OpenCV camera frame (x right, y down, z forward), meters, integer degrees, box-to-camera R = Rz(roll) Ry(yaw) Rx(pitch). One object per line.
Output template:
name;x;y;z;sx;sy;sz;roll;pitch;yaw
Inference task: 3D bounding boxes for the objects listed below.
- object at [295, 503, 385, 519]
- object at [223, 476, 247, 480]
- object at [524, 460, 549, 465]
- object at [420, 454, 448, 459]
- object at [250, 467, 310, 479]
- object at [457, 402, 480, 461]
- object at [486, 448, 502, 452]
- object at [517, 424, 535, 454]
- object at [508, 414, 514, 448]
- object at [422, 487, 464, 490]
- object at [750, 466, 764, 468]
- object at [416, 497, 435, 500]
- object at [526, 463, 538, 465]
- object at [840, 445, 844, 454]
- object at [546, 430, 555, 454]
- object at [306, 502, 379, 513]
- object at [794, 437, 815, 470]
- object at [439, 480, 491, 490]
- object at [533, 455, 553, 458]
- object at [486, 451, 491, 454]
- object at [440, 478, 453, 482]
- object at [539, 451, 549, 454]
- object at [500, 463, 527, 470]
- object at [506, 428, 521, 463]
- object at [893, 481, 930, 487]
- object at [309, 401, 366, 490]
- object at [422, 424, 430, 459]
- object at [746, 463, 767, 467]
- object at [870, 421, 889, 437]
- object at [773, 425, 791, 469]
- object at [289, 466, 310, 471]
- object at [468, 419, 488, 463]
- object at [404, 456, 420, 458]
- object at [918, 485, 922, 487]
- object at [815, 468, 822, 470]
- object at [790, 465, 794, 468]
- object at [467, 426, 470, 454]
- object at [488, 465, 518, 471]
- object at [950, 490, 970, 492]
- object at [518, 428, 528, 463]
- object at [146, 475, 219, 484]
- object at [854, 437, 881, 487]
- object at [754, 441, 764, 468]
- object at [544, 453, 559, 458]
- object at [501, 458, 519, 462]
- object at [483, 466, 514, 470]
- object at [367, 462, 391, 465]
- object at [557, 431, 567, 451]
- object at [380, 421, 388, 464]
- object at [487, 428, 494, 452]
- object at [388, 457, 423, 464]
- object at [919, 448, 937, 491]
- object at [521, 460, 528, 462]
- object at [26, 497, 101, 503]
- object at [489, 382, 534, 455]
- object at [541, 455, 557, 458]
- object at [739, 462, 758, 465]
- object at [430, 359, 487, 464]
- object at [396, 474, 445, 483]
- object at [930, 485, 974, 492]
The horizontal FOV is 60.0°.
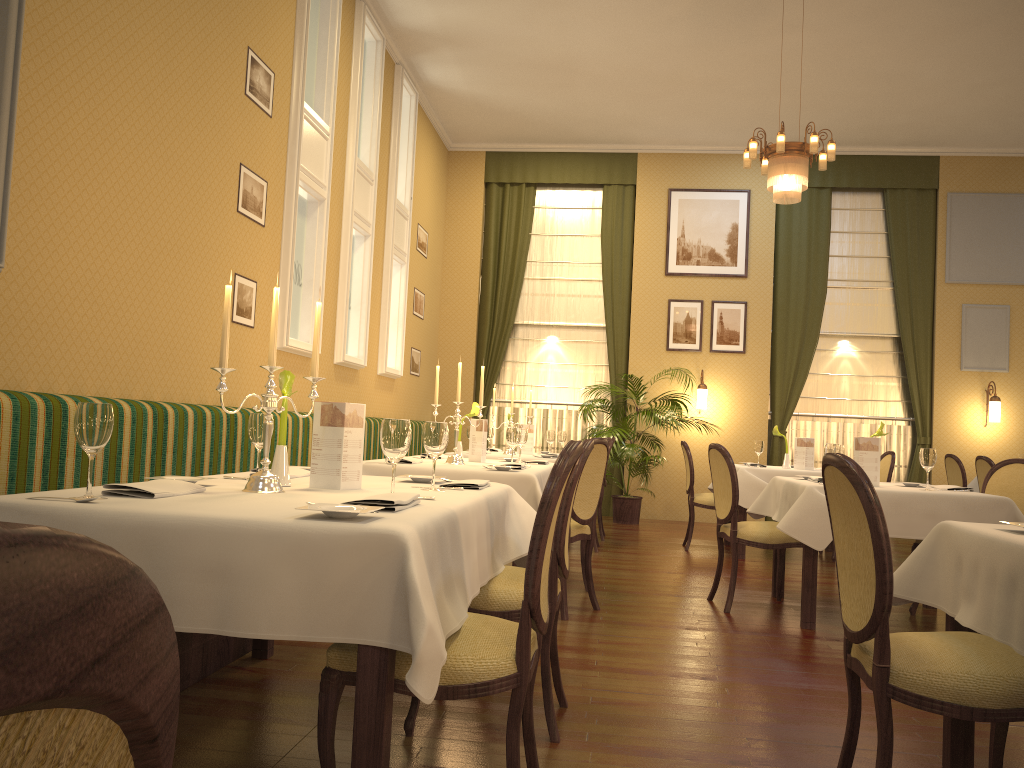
object;-0.380;0.287;1.973;0.160;0.024;0.160;2;-3;7
object;-0.891;0.322;3.011;0.185;0.010;0.017;2;-3;8
object;0.166;0.521;5.902;0.142;0.024;0.273;2;-3;7
object;-0.518;0.487;5.976;0.142;0.033;0.273;2;-3;7
object;-0.851;0.330;3.297;0.142;0.033;0.273;2;-3;7
object;-0.284;0.296;5.436;0.163;0.375;0.076;1;-3;29
object;-0.185;0.643;8.650;0.142;0.033;0.273;2;-3;7
object;0.113;0.512;8.207;0.166;0.277;0.081;2;-3;24
object;-0.012;0.452;8.153;0.076;0.375;0.163;3;-3;-6
object;-0.257;0.355;3.044;0.185;0.010;0.017;2;-3;7
object;2.125;0.711;7.576;0.185;0.010;0.017;2;-3;8
object;-0.314;0.328;2.581;0.185;0.010;0.017;2;-3;7
object;0.077;0.512;5.722;0.185;0.010;0.017;2;-3;7
object;2.747;0.626;7.457;0.088;0.229;0.088;5;-4;-35
object;0.337;0.526;7.839;0.088;0.229;0.088;5;-4;-35
object;-0.409;0.298;2.133;0.181;0.015;0.038;2;-3;9
object;2.527;0.603;7.659;0.166;0.277;0.081;2;-3;14
object;-0.167;0.364;3.223;0.142;0.024;0.273;2;-3;7
object;0.257;0.611;7.487;0.181;0.015;0.038;2;-3;9
object;-0.268;0.589;7.685;0.142;0.033;0.273;2;-3;7
object;-0.194;0.377;3.446;0.181;0.015;0.038;2;-3;9
object;0.325;0.674;8.704;0.160;0.024;0.160;2;-3;7
object;-0.002;0.460;4.968;0.142;0.033;0.273;2;-3;7
object;0.004;0.369;5.164;0.088;0.229;0.088;5;-4;-35
object;2.335;0.590;5.189;0.160;0.024;0.160;2;-3;7
object;-0.545;0.197;2.816;0.166;0.277;0.081;4;-3;-21
object;-0.549;0.374;5.779;0.088;0.229;0.088;5;-4;-41
object;2.165;0.719;7.863;0.142;0.033;0.273;2;-3;7
object;2.099;0.400;5.152;0.163;0.375;0.076;4;-3;-16
object;2.383;0.554;7.827;0.163;0.375;0.076;1;-3;29
object;-0.848;0.347;3.568;0.160;0.024;0.160;2;-3;7
object;-0.195;0.362;5.633;0.081;0.277;0.166;5;-3;-31
object;-0.649;0.449;5.320;0.160;0.024;0.160;2;-3;7
object;2.482;0.607;5.283;0.181;0.015;0.038;2;-3;9
object;2.771;0.750;7.811;0.142;0.024;0.273;2;-3;7
object;2.571;0.753;8.067;0.160;0.024;0.160;2;-3;7
object;-0.342;0.473;7.483;0.088;0.229;0.088;5;-4;-35
object;-0.047;0.444;4.652;0.160;0.024;0.160;2;-3;7
object;2.419;0.585;4.881;0.185;0.010;0.017;2;-3;7
object;0.054;0.397;5.638;0.088;0.229;0.088;5;-4;-35
object;-0.982;0.292;2.641;0.160;0.024;0.160;2;-3;7
object;1.998;0.441;5.052;0.081;0.277;0.166;5;-4;-36
object;2.133;0.606;7.666;0.088;0.229;0.088;5;-4;-35
object;0.331;0.616;7.643;0.142;0.033;0.273;2;-3;7
object;-0.008;0.518;6.030;0.160;0.024;0.160;2;-3;7
object;-0.076;0.455;4.812;0.181;0.015;0.038;2;-3;9
object;-0.696;0.419;4.716;0.181;0.015;0.038;2;-3;9
object;0.463;0.556;8.297;0.088;0.229;0.088;5;-4;-35
object;-0.675;0.317;4.808;0.088;0.229;0.088;5;-4;-35
object;-0.216;0.530;8.454;0.088;0.229;0.088;5;-4;-35
object;-0.601;0.432;5.010;0.142;0.033;0.273;2;-3;7
object;2.258;0.464;4.816;0.088;0.229;0.088;5;-4;-41
object;0.140;0.534;6.124;0.181;0.015;0.038;2;-3;9
object;-1.030;0.262;2.037;0.181;0.015;0.038;2;-3;9
object;-0.005;0.299;7.828;0.390;0.655;0.131;2;-3;13
object;0.286;0.600;7.326;0.160;0.024;0.160;2;-3;7
object;2.168;0.736;8.133;0.160;0.024;0.160;2;-3;7
object;-0.320;0.147;5.231;0.390;0.655;0.131;2;-3;21
object;-0.341;0.361;3.351;0.160;0.024;0.160;2;-3;7
object;2.509;0.594;5.061;0.142;0.024;0.273;2;-3;7
